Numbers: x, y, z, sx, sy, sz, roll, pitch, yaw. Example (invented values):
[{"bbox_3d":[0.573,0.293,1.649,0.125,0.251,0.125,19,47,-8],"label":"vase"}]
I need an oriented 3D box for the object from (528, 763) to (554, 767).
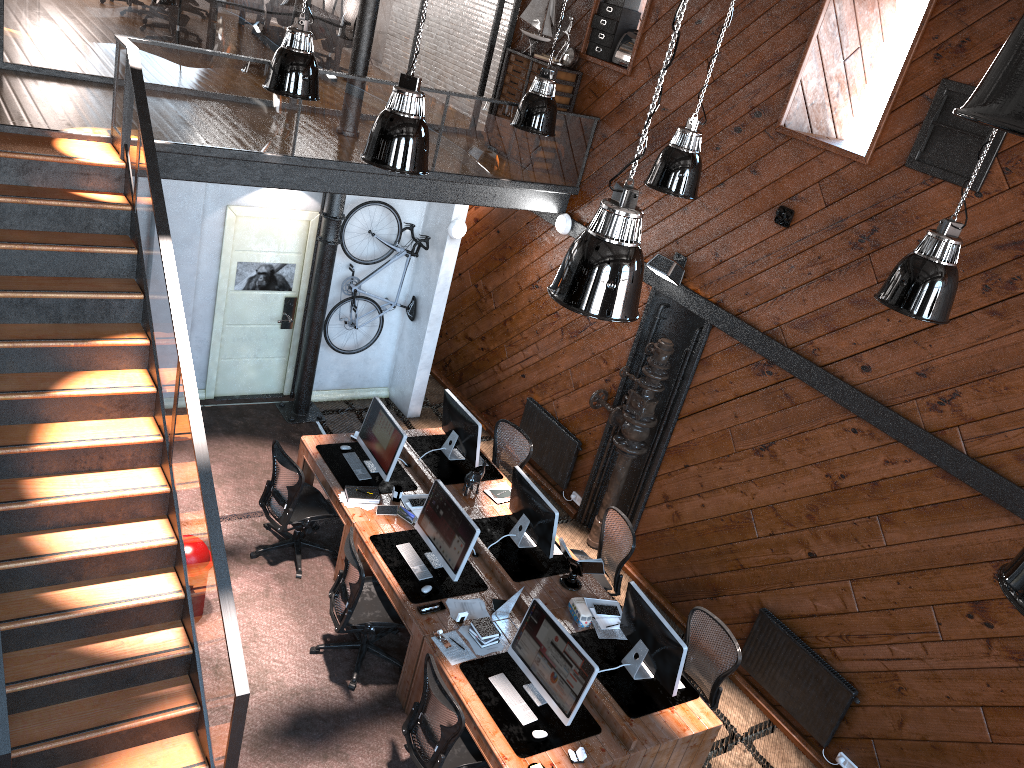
[{"bbox_3d":[0.172,2.394,5.488,0.154,0.026,0.158,19,24,7],"label":"object"}]

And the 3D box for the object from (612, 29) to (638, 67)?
[{"bbox_3d":[1.295,-3.339,8.879,0.384,0.353,0.365,-3,30,-35],"label":"object"}]

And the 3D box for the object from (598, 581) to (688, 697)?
[{"bbox_3d":[1.021,1.887,6.443,0.663,0.578,0.811,22,25,15],"label":"object"}]

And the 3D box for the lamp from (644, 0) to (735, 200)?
[{"bbox_3d":[1.539,-2.568,6.496,0.445,2.372,0.445,15,24,-2],"label":"lamp"}]

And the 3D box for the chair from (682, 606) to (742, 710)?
[{"bbox_3d":[1.285,2.326,6.833,0.792,1.085,0.770,-11,35,-45],"label":"chair"}]

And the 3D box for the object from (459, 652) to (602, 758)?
[{"bbox_3d":[0.118,2.134,6.038,0.687,0.008,0.848,-2,30,-34],"label":"object"}]

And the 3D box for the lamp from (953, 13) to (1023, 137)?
[{"bbox_3d":[0.982,-0.614,1.237,0.445,0.605,0.445,-5,31,-37],"label":"lamp"}]

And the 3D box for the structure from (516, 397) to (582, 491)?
[{"bbox_3d":[0.398,0.675,9.918,0.073,0.628,1.064,-3,30,-35],"label":"structure"}]

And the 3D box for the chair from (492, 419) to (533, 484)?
[{"bbox_3d":[-0.223,0.954,8.870,0.770,1.085,0.792,29,27,27],"label":"chair"}]

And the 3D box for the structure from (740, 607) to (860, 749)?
[{"bbox_3d":[2.334,2.430,7.316,0.073,0.628,1.064,-3,30,-35],"label":"structure"}]

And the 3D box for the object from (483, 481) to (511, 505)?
[{"bbox_3d":[-0.079,1.011,8.261,0.316,0.060,0.229,-8,33,-41],"label":"object"}]

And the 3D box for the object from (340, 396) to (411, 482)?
[{"bbox_3d":[-1.243,0.515,8.035,0.692,0.581,0.586,19,25,8],"label":"object"}]

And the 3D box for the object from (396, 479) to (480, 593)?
[{"bbox_3d":[-0.579,1.204,6.951,0.654,0.576,0.735,19,25,8],"label":"object"}]

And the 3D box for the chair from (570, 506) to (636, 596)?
[{"bbox_3d":[0.666,1.664,7.880,0.792,1.085,0.770,-4,31,-36],"label":"chair"}]

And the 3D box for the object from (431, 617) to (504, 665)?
[{"bbox_3d":[-0.304,1.814,6.359,0.478,0.098,0.319,-4,31,-37],"label":"object"}]

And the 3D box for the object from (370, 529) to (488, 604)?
[{"bbox_3d":[-0.671,1.425,7.084,0.687,0.008,0.848,-2,30,-34],"label":"object"}]

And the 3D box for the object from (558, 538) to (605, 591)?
[{"bbox_3d":[0.531,1.473,7.232,0.417,0.380,0.304,26,26,22],"label":"object"}]

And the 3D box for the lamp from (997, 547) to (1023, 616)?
[{"bbox_3d":[1.922,-0.376,2.073,0.445,2.372,0.445,19,24,7],"label":"lamp"}]

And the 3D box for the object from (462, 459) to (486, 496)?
[{"bbox_3d":[-0.327,0.840,8.126,0.229,0.351,0.135,-4,31,-37],"label":"object"}]

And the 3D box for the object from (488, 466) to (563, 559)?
[{"bbox_3d":[0.204,1.127,7.584,0.642,0.578,0.772,18,24,7],"label":"object"}]

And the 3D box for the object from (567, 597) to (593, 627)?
[{"bbox_3d":[0.535,1.784,6.933,0.128,0.146,0.253,4,27,-23],"label":"object"}]

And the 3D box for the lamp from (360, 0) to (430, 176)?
[{"bbox_3d":[-0.464,-2.455,5.222,0.445,2.372,0.445,21,25,12],"label":"lamp"}]

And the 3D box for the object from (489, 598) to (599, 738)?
[{"bbox_3d":[0.279,1.890,5.991,0.610,0.573,0.714,-4,31,-36],"label":"object"}]

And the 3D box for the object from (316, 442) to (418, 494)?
[{"bbox_3d":[-1.334,0.760,8.112,0.687,0.008,0.848,-2,30,-34],"label":"object"}]

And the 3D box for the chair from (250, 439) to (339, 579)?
[{"bbox_3d":[-1.858,1.008,7.783,0.770,1.085,0.792,29,27,27],"label":"chair"}]

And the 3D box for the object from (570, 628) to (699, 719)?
[{"bbox_3d":[0.887,2.093,6.583,0.687,0.008,0.848,-2,30,-34],"label":"object"}]

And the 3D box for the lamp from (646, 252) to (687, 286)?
[{"bbox_3d":[1.440,-1.077,8.194,0.262,0.260,0.328,-3,30,-35],"label":"lamp"}]

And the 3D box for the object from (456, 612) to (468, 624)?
[{"bbox_3d":[-0.370,1.719,6.525,0.076,0.102,0.034,-3,30,-35],"label":"object"}]

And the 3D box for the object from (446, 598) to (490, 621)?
[{"bbox_3d":[-0.334,1.702,6.698,0.315,0.002,0.246,5,26,-22],"label":"object"}]

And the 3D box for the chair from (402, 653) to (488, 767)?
[{"bbox_3d":[-0.378,2.301,5.899,0.792,1.085,0.770,-11,35,-45],"label":"chair"}]

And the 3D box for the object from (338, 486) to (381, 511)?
[{"bbox_3d":[-1.310,0.961,7.625,0.363,0.065,0.325,10,25,-13],"label":"object"}]

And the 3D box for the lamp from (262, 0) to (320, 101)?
[{"bbox_3d":[-1.459,-3.349,6.543,0.445,2.372,0.445,-5,31,-37],"label":"lamp"}]

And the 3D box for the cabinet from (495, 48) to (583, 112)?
[{"bbox_3d":[0.211,-2.986,9.684,0.365,1.081,0.957,-3,30,-35],"label":"cabinet"}]

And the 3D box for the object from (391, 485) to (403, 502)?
[{"bbox_3d":[-1.003,0.952,7.754,0.078,0.138,0.099,6,26,-20],"label":"object"}]

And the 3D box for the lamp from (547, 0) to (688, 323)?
[{"bbox_3d":[0.672,-1.425,3.696,0.445,2.372,0.445,8,25,-15],"label":"lamp"}]

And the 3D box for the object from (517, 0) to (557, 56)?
[{"bbox_3d":[0.304,-4.000,9.400,0.140,0.989,0.789,-3,30,-35],"label":"object"}]

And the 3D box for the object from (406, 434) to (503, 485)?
[{"bbox_3d":[-0.565,0.719,8.656,0.687,0.008,0.848,-2,30,-34],"label":"object"}]

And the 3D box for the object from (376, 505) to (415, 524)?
[{"bbox_3d":[-0.979,1.085,7.534,0.347,0.083,0.129,15,24,0],"label":"object"}]

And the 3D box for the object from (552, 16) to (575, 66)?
[{"bbox_3d":[0.541,-3.535,9.115,0.145,0.487,0.144,1,28,-29],"label":"object"}]

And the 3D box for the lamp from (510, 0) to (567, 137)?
[{"bbox_3d":[0.486,-3.451,7.916,0.445,2.372,0.445,21,25,12],"label":"lamp"}]

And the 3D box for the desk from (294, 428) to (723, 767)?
[{"bbox_3d":[-0.319,1.735,7.440,1.748,0.840,4.117,-2,29,-33],"label":"desk"}]

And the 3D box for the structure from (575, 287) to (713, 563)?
[{"bbox_3d":[1.191,0.422,8.858,0.500,2.745,1.003,0,28,-30],"label":"structure"}]

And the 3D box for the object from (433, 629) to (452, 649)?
[{"bbox_3d":[-0.489,1.804,6.314,0.054,0.064,0.159,-12,36,-45],"label":"object"}]

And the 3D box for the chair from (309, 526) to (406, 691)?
[{"bbox_3d":[-1.087,1.653,6.861,0.792,1.085,0.770,-4,31,-36],"label":"chair"}]

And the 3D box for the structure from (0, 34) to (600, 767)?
[{"bbox_3d":[-3.205,-0.010,6.433,10.620,4.603,5.793,-3,30,-35],"label":"structure"}]

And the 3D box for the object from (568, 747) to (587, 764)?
[{"bbox_3d":[0.413,2.363,5.655,0.106,0.063,0.082,6,26,-20],"label":"object"}]

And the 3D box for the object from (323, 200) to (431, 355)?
[{"bbox_3d":[-1.478,-1.147,9.977,0.655,1.846,1.022,27,27,24],"label":"object"}]

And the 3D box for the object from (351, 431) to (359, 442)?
[{"bbox_3d":[-1.492,0.499,8.508,0.082,0.063,0.106,25,26,19],"label":"object"}]

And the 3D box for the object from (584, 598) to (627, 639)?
[{"bbox_3d":[0.762,1.848,7.000,0.304,0.017,0.467,9,25,-15],"label":"object"}]

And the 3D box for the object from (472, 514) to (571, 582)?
[{"bbox_3d":[0.090,1.385,7.623,0.687,0.008,0.848,-2,30,-34],"label":"object"}]

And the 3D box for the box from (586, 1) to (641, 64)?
[{"bbox_3d":[1.018,-3.577,9.048,0.299,0.519,0.374,-3,30,-35],"label":"box"}]

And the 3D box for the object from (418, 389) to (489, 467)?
[{"bbox_3d":[-0.472,0.467,8.589,0.648,0.576,0.799,18,24,6],"label":"object"}]

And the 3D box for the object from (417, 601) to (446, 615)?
[{"bbox_3d":[-0.599,1.663,6.591,0.215,0.031,0.089,-3,30,-35],"label":"object"}]

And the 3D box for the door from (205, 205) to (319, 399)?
[{"bbox_3d":[-2.764,-0.847,9.769,1.013,2.268,0.064,-3,30,-35],"label":"door"}]

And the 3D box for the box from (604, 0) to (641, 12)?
[{"bbox_3d":[1.129,-3.912,8.905,0.213,0.241,0.313,-3,30,-35],"label":"box"}]

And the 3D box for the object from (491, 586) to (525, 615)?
[{"bbox_3d":[-0.050,1.599,6.701,0.165,0.320,0.178,2,28,-27],"label":"object"}]

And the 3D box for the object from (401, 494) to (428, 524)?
[{"bbox_3d":[-0.770,1.087,7.715,0.304,0.017,0.467,1,28,-29],"label":"object"}]

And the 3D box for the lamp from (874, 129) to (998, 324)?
[{"bbox_3d":[2.721,-1.499,4.917,0.445,2.372,0.445,4,27,-24],"label":"lamp"}]
